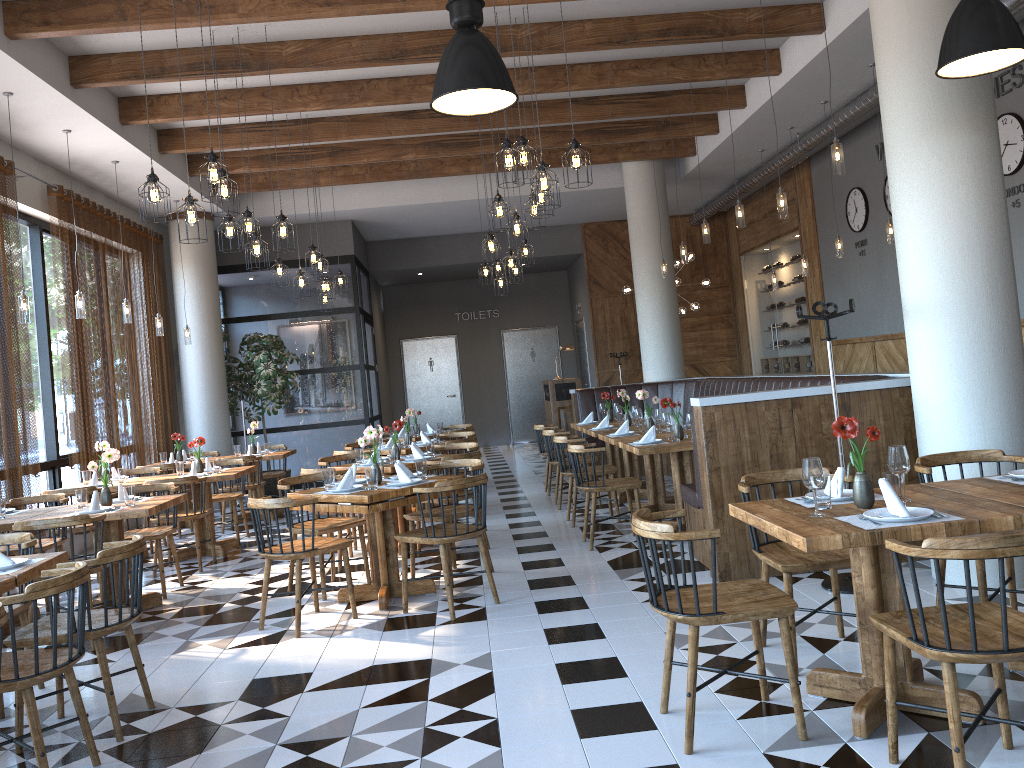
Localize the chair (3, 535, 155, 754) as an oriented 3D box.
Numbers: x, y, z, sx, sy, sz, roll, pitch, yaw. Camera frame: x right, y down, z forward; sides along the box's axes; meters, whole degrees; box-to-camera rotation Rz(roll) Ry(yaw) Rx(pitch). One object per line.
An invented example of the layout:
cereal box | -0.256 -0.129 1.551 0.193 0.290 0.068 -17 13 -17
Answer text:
chair | -1.922 1.143 4.000 0.550 0.818 0.519 -5 -1 -3

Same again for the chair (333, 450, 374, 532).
chair | -1.516 1.066 9.106 0.518 0.818 0.550 -7 -2 42

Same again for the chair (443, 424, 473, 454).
chair | -0.781 0.974 11.979 0.518 0.818 0.550 -7 -2 42

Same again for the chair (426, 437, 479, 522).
chair | -0.610 0.979 9.162 0.548 0.818 0.520 -7 -2 42

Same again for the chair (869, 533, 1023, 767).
chair | 1.439 0.831 2.740 0.519 0.818 0.549 -5 -1 -3

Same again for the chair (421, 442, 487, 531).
chair | -0.555 0.980 8.216 0.518 0.818 0.550 -7 -2 42

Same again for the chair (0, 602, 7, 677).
chair | -1.849 1.146 2.723 0.550 0.818 0.519 -5 -1 -3

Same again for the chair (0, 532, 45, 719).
chair | -2.694 1.213 4.474 0.519 0.818 0.549 -5 -1 -3

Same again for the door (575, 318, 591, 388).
door | 1.428 -0.072 17.397 0.114 2.397 1.205 -5 -2 -3

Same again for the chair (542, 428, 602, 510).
chair | 0.628 0.859 9.280 0.550 0.818 0.519 -5 -1 -3

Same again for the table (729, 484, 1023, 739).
table | 1.414 0.855 3.400 0.850 0.765 0.849 -5 -1 -3

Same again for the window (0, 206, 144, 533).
window | -3.449 -0.263 4.179 4.498 3.169 15.096 -5 0 -27

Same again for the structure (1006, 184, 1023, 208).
structure | 4.566 -1.694 8.044 0.021 0.200 0.442 -5 0 -3

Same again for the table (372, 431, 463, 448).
table | -1.191 1.044 11.471 0.862 0.765 0.865 -6 -1 42

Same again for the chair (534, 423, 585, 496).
chair | 0.564 0.857 10.379 0.550 0.818 0.519 -5 -1 -3

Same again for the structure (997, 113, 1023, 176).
structure | 4.508 -2.178 8.063 0.046 0.561 0.560 -5 -1 -3

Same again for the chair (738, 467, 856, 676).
chair | 1.363 0.828 4.065 0.519 0.818 0.549 -5 -1 -3

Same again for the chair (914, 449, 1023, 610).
chair | 2.224 0.746 4.118 0.519 0.818 0.549 -5 -1 -3

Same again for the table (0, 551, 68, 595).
table | -2.640 1.241 3.653 1.215 0.765 1.213 -5 0 0

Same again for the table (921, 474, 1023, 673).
table | 2.261 0.774 3.452 0.850 0.765 0.849 -5 -1 -3

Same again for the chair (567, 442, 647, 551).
chair | 0.755 0.864 7.081 0.550 0.818 0.519 -5 -1 -3

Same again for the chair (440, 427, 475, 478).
chair | -0.718 0.975 11.048 0.548 0.818 0.520 -7 -2 42

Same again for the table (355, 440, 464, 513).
table | -1.083 1.047 9.596 0.862 0.765 0.865 -6 -1 42

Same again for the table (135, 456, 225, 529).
table | -3.881 1.308 10.452 0.850 0.765 0.849 -5 -1 -3

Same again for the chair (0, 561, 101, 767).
chair | -1.886 1.144 3.372 0.550 0.818 0.519 -5 -1 -3

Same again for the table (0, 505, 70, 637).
table | -3.630 1.317 6.105 0.850 0.765 0.849 -5 -1 -3

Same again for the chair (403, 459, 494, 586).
chair | -0.451 0.984 6.421 0.518 0.818 0.550 -7 -2 42

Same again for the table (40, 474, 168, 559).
table | -3.757 1.313 8.301 0.850 0.765 0.849 -5 -1 -3

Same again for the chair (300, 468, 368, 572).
chair | -1.408 1.069 7.251 0.518 0.818 0.550 -7 -2 42

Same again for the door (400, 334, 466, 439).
door | -1.624 0.212 18.395 1.207 2.397 0.114 -5 -2 -3

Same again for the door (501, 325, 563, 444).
door | 0.476 0.011 18.524 1.207 2.397 0.114 -5 -2 -3

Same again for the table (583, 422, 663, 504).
table | 1.259 0.825 9.311 0.850 0.765 0.849 -5 -1 -3

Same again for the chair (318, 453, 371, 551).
chair | -1.461 1.067 8.161 0.548 0.818 0.520 -7 -2 42

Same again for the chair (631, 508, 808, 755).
chair | 0.770 0.890 3.377 0.550 0.818 0.519 -5 -1 -3

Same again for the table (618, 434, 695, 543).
table | 1.385 0.830 7.123 0.850 0.765 0.849 -5 -1 -3

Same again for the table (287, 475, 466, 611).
table | -0.872 1.055 5.946 0.862 0.765 0.865 -6 -1 42

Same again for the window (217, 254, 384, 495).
window | -3.652 -0.125 14.729 2.728 3.554 2.183 -5 -1 -3

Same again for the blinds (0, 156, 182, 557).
blinds | -4.499 -0.260 8.566 0.160 3.585 7.258 -5 0 -3

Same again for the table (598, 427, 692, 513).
table | 1.322 0.828 8.224 0.850 0.765 0.849 -5 -1 -3

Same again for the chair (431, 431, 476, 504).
chair | -0.662 0.977 10.071 0.518 0.818 0.550 -7 -2 42

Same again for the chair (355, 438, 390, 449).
chair | -1.624 1.062 10.993 0.518 0.818 0.550 -7 -2 42

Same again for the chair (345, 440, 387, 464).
chair | -1.568 1.064 10.016 0.548 0.818 0.520 -7 -2 42

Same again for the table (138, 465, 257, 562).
table | -2.906 1.231 8.354 0.850 0.765 0.849 -5 -1 -3

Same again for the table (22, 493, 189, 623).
table | -2.779 1.235 6.157 0.850 0.765 0.849 -5 -1 -3

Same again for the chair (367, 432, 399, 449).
chair | -1.677 1.060 11.902 0.548 0.818 0.520 -7 -2 42

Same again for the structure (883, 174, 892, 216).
structure | 4.390 -2.182 10.102 0.046 0.561 0.560 -5 -1 -3

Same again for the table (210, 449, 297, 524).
table | -3.030 1.227 10.504 0.850 0.765 0.849 -5 -1 -3

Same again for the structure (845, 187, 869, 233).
structure | 4.331 -2.184 11.121 0.046 0.561 0.560 -5 -1 -3

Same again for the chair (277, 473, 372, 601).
chair | -1.357 1.071 6.365 0.548 0.818 0.520 -7 -2 42

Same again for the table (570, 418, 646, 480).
table | 1.196 0.823 10.412 0.850 0.765 0.849 -5 -1 -3

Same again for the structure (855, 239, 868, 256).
structure | 4.389 -1.700 11.116 0.021 0.197 0.305 -5 0 -3

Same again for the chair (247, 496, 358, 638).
chair | -1.305 1.073 5.456 0.518 0.818 0.550 -7 -2 42

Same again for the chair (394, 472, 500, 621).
chair | -0.399 0.986 5.511 0.548 0.818 0.520 -7 -2 42

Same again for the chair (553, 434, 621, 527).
chair | 0.691 0.862 8.180 0.550 0.818 0.519 -5 -1 -3

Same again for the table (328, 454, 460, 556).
table | -0.976 1.051 7.741 0.862 0.765 0.865 -6 -1 42

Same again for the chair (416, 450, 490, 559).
chair | -0.502 0.982 7.307 0.548 0.818 0.520 -7 -2 42
